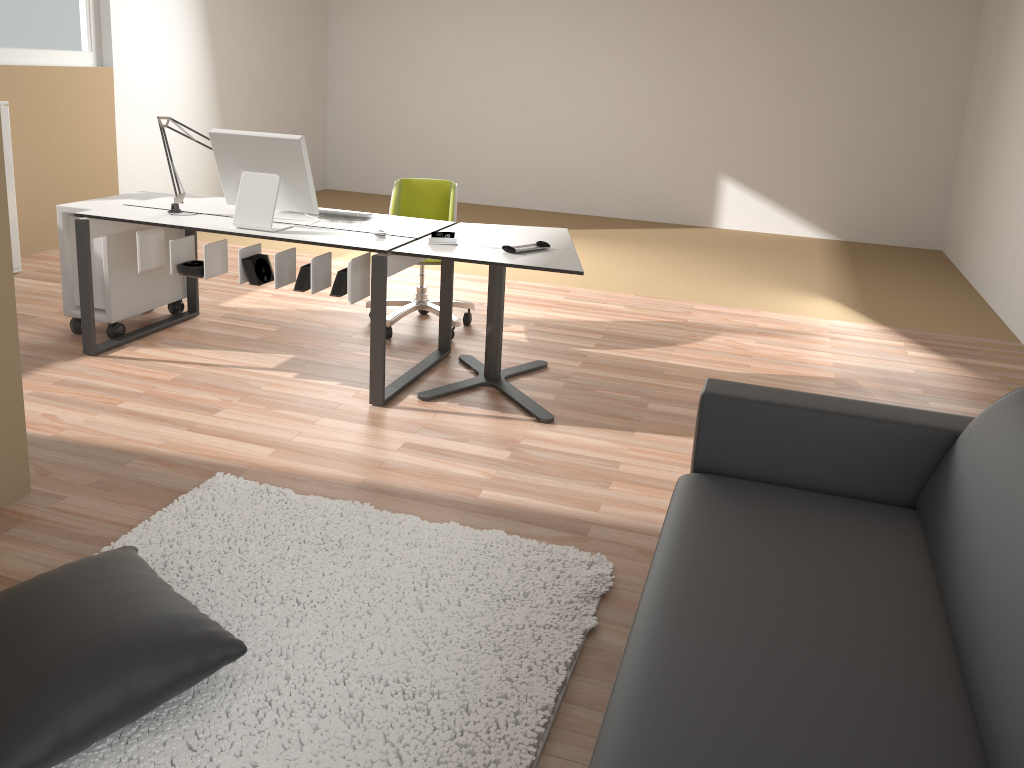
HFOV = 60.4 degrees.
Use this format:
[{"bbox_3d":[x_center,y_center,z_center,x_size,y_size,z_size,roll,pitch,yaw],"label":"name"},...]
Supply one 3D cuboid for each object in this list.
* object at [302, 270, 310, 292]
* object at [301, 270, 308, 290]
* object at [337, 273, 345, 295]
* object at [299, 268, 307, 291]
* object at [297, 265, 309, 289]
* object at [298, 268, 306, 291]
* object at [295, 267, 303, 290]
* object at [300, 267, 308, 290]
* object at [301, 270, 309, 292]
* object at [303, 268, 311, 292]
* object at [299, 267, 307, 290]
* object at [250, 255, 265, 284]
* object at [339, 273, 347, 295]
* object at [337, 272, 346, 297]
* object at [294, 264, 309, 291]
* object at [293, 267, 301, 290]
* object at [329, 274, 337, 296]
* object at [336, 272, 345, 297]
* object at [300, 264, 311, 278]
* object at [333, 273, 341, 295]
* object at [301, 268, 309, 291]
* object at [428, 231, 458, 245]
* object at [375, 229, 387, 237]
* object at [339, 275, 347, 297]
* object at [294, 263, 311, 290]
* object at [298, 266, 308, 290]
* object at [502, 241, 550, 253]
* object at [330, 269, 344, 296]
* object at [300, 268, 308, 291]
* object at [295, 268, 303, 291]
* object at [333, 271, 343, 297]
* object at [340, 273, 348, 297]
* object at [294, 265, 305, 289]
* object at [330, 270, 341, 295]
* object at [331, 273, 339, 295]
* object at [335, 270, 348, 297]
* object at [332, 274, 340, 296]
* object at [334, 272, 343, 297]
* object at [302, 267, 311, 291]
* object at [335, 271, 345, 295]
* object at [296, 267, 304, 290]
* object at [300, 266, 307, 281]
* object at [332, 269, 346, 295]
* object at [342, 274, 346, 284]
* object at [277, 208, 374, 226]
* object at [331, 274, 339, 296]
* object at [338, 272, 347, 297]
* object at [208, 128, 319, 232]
[{"bbox_3d":[-0.867,-0.469,3.859,0.040,0.110,0.137,7,18,16],"label":"object"},{"bbox_3d":[-0.876,-0.471,3.861,0.040,0.110,0.137,7,18,16],"label":"object"},{"bbox_3d":[-0.710,-0.444,3.811,0.040,0.110,0.137,7,18,16],"label":"object"},{"bbox_3d":[-0.883,-0.472,3.863,0.040,0.110,0.137,7,18,16],"label":"object"},{"bbox_3d":[-0.894,-0.474,3.866,0.040,0.110,0.137,7,18,16],"label":"object"},{"bbox_3d":[-0.887,-0.472,3.864,0.040,0.110,0.137,7,18,16],"label":"object"},{"bbox_3d":[-0.903,-0.475,3.869,0.040,0.110,0.137,7,18,16],"label":"object"},{"bbox_3d":[-0.881,-0.471,3.862,0.040,0.110,0.137,7,18,16],"label":"object"},{"bbox_3d":[-0.872,-0.470,3.860,0.040,0.110,0.137,7,18,16],"label":"object"},{"bbox_3d":[-0.865,-0.469,3.858,0.040,0.110,0.137,7,18,16],"label":"object"},{"bbox_3d":[-0.885,-0.472,3.864,0.040,0.110,0.137,7,18,16],"label":"object"},{"bbox_3d":[-1.113,-0.509,3.932,0.040,0.110,0.137,7,18,16],"label":"object"},{"bbox_3d":[-0.701,-0.443,3.809,0.040,0.110,0.137,7,18,16],"label":"object"},{"bbox_3d":[-0.707,-0.444,3.811,0.040,0.110,0.137,7,18,16],"label":"object"},{"bbox_3d":[-0.905,-0.475,3.870,0.040,0.110,0.137,7,18,16],"label":"object"},{"bbox_3d":[-0.911,-0.476,3.872,0.040,0.110,0.137,7,18,16],"label":"object"},{"bbox_3d":[-0.742,-0.449,3.821,0.040,0.110,0.137,7,18,16],"label":"object"},{"bbox_3d":[-0.712,-0.444,3.812,0.040,0.110,0.137,7,18,16],"label":"object"},{"bbox_3d":[-0.896,-0.474,3.867,0.040,0.110,0.137,7,18,16],"label":"object"},{"bbox_3d":[-0.727,-0.447,3.817,0.040,0.110,0.137,7,18,16],"label":"object"},{"bbox_3d":[-0.874,-0.470,3.860,0.040,0.110,0.137,7,18,16],"label":"object"},{"bbox_3d":[-0.301,-0.642,3.846,0.130,0.054,0.050,0,17,-7],"label":"object"},{"bbox_3d":[-0.585,-0.674,3.928,0.047,0.020,0.087,2,19,-4],"label":"object"},{"bbox_3d":[-0.699,-0.442,3.808,0.040,0.110,0.137,7,18,16],"label":"object"},{"bbox_3d":[-0.907,-0.476,3.870,0.040,0.110,0.137,7,18,16],"label":"object"},{"bbox_3d":[-0.889,-0.473,3.865,0.040,0.110,0.137,7,18,16],"label":"object"},{"bbox_3d":[0.062,-0.590,3.791,0.218,0.030,0.091,-15,26,-41],"label":"object"},{"bbox_3d":[-0.738,-0.449,3.820,0.040,0.110,0.137,7,18,16],"label":"object"},{"bbox_3d":[-0.878,-0.471,3.862,0.040,0.110,0.137,7,18,16],"label":"object"},{"bbox_3d":[-0.900,-0.475,3.868,0.040,0.110,0.137,7,18,16],"label":"object"},{"bbox_3d":[-0.725,-0.447,3.816,0.040,0.110,0.137,7,18,16],"label":"object"},{"bbox_3d":[-0.697,-0.442,3.807,0.040,0.110,0.137,7,18,16],"label":"object"},{"bbox_3d":[-0.909,-0.476,3.871,0.040,0.110,0.137,7,18,16],"label":"object"},{"bbox_3d":[-0.740,-0.449,3.820,0.040,0.110,0.137,7,18,16],"label":"object"},{"bbox_3d":[-0.736,-0.448,3.819,0.040,0.110,0.137,7,18,16],"label":"object"},{"bbox_3d":[-0.716,-0.445,3.813,0.040,0.110,0.137,7,18,16],"label":"object"},{"bbox_3d":[-0.729,-0.447,3.817,0.040,0.110,0.137,7,18,16],"label":"object"},{"bbox_3d":[-0.721,-0.446,3.815,0.040,0.110,0.137,7,18,16],"label":"object"},{"bbox_3d":[-0.870,-0.470,3.859,0.040,0.110,0.137,7,18,16],"label":"object"},{"bbox_3d":[-0.718,-0.445,3.814,0.040,0.110,0.137,7,18,16],"label":"object"},{"bbox_3d":[-0.898,-0.474,3.868,0.040,0.110,0.137,7,18,16],"label":"object"},{"bbox_3d":[-0.892,-0.473,3.866,0.040,0.110,0.137,7,18,16],"label":"object"},{"bbox_3d":[-0.732,-0.448,3.818,0.040,0.110,0.137,7,18,16],"label":"object"},{"bbox_3d":[-0.703,-0.443,3.809,0.040,0.110,0.137,7,18,16],"label":"object"},{"bbox_3d":[-0.960,-0.803,4.293,0.457,0.077,0.399,7,20,11],"label":"object"},{"bbox_3d":[-0.734,-0.448,3.819,0.040,0.110,0.137,7,18,16],"label":"object"},{"bbox_3d":[-0.703,-0.443,3.809,0.040,0.110,0.137,7,18,16],"label":"object"},{"bbox_3d":[-1.115,-0.916,3.949,0.468,0.419,0.202,8,16,16],"label":"object"}]
